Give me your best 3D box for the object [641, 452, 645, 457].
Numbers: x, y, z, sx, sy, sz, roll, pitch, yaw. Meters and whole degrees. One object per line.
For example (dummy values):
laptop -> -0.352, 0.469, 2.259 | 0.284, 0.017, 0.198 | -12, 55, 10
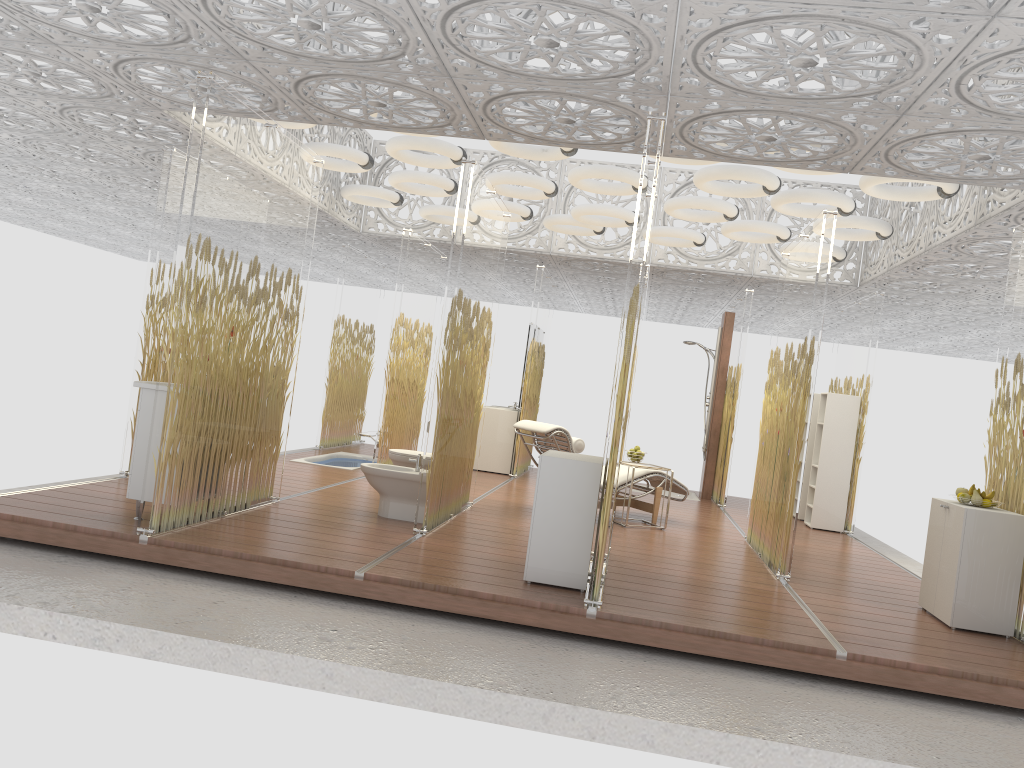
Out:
object -> 1.178, 0.642, 8.052 | 0.055, 0.048, 0.054 | 7, 0, 1

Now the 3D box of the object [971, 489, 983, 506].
object -> 2.876, 0.703, 5.484 | 0.064, 0.097, 0.064 | 7, 0, -1

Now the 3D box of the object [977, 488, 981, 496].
object -> 2.929, 0.694, 5.583 | 0.032, 0.085, 0.186 | 7, 0, 19

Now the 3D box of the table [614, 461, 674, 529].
table -> 1.140, 0.994, 8.022 | 0.420, 0.535, 0.420 | 8, 0, -22

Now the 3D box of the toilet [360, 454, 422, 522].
toilet -> -0.866, 0.764, 6.745 | 0.611, 0.506, 0.401 | 7, 0, 8

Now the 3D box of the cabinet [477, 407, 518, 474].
cabinet -> -0.193, 0.704, 11.324 | 0.549, 0.782, 0.643 | 7, 0, 8

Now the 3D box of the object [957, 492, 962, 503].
object -> 2.840, 0.718, 5.599 | 0.056, 0.066, 0.053 | 7, 0, 10

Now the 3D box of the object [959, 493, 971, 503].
object -> 2.829, 0.713, 5.541 | 0.066, 0.065, 0.091 | 7, 0, 23

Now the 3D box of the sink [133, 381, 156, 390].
sink -> -2.109, 0.044, 5.601 | 0.454, 0.263, 0.603 | 7, 0, 8

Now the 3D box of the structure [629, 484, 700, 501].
structure -> 1.966, 1.420, 11.526 | 0.879, 0.039, 1.053 | 7, 0, 8

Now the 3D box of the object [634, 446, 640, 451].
object -> 1.136, 0.587, 8.042 | 0.055, 0.056, 0.055 | 7, 0, 8

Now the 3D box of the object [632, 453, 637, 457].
object -> 1.102, 0.641, 7.993 | 0.047, 0.045, 0.047 | 7, 0, 12

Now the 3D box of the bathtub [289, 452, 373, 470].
bathtub -> -1.932, 0.991, 10.254 | 0.700, 0.582, 1.700 | 7, 0, 8

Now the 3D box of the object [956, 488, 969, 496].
object -> 2.870, 0.696, 5.653 | 0.077, 0.067, 0.078 | 7, 0, 9

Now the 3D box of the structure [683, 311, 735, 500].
structure -> 2.443, 0.251, 11.412 | 0.624, 2.402, 0.433 | 8, 0, -6

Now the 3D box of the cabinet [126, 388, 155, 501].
cabinet -> -2.086, 0.376, 5.593 | 0.316, 0.678, 0.580 | 7, 0, 8

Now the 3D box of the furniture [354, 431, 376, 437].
furniture -> -1.517, 0.550, 9.840 | 0.178, 0.014, 0.977 | 7, 0, 8

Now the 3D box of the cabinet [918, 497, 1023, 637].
cabinet -> 2.861, 1.118, 5.535 | 0.358, 0.712, 0.595 | 7, 0, 8

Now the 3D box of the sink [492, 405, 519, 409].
sink -> -0.031, 0.357, 12.037 | 0.499, 0.266, 0.573 | 7, 0, 5

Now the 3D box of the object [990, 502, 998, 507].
object -> 2.990, 0.727, 5.599 | 0.035, 0.092, 0.194 | 8, 0, -23

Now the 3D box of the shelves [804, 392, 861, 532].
shelves -> 3.485, 0.840, 9.659 | 0.344, 1.460, 0.366 | 7, 0, 8

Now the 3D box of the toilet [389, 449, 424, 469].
toilet -> -0.767, 0.809, 7.494 | 0.611, 0.437, 0.401 | 7, 0, 8

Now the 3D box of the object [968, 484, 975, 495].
object -> 2.899, 0.667, 5.590 | 0.035, 0.084, 0.200 | 7, 0, 30

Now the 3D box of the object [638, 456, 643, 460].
object -> 1.159, 0.668, 8.013 | 0.045, 0.042, 0.045 | 7, 0, 3

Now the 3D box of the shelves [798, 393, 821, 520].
shelves -> 3.580, 0.855, 10.355 | 0.344, 1.460, 0.366 | 7, 0, 8

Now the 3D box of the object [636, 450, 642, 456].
object -> 1.147, 0.624, 8.008 | 0.055, 0.054, 0.050 | 8, 0, -23

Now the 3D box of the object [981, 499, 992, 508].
object -> 2.931, 0.738, 5.488 | 0.055, 0.055, 0.066 | 8, 0, -34

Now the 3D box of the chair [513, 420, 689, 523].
chair -> 0.847, 0.831, 8.328 | 1.787, 0.811, 0.635 | 8, 0, -32

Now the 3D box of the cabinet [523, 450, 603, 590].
cabinet -> 0.325, 0.783, 5.271 | 0.358, 0.712, 0.595 | 7, 0, 8

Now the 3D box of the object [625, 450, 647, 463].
object -> 1.119, 0.665, 8.048 | 0.206, 0.105, 0.206 | 8, 0, -37

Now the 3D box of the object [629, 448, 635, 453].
object -> 1.084, 0.604, 8.005 | 0.047, 0.045, 0.047 | 7, 0, 9

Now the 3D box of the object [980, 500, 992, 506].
object -> 2.962, 0.724, 5.586 | 0.030, 0.090, 0.195 | 8, 0, -8

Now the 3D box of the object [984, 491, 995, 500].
object -> 2.987, 0.701, 5.596 | 0.051, 0.079, 0.186 | 8, 0, -14

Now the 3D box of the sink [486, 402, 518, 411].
sink -> -0.129, 0.342, 11.325 | 0.499, 0.266, 0.573 | 7, 0, 11

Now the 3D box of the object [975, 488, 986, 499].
object -> 2.947, 0.687, 5.567 | 0.045, 0.064, 0.202 | 7, 0, 12

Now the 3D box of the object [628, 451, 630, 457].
object -> 1.074, 0.639, 8.064 | 0.058, 0.058, 0.058 | 8, 0, -25

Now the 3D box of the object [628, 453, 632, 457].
object -> 1.069, 0.640, 8.022 | 0.040, 0.040, 0.039 | 7, 0, 0
